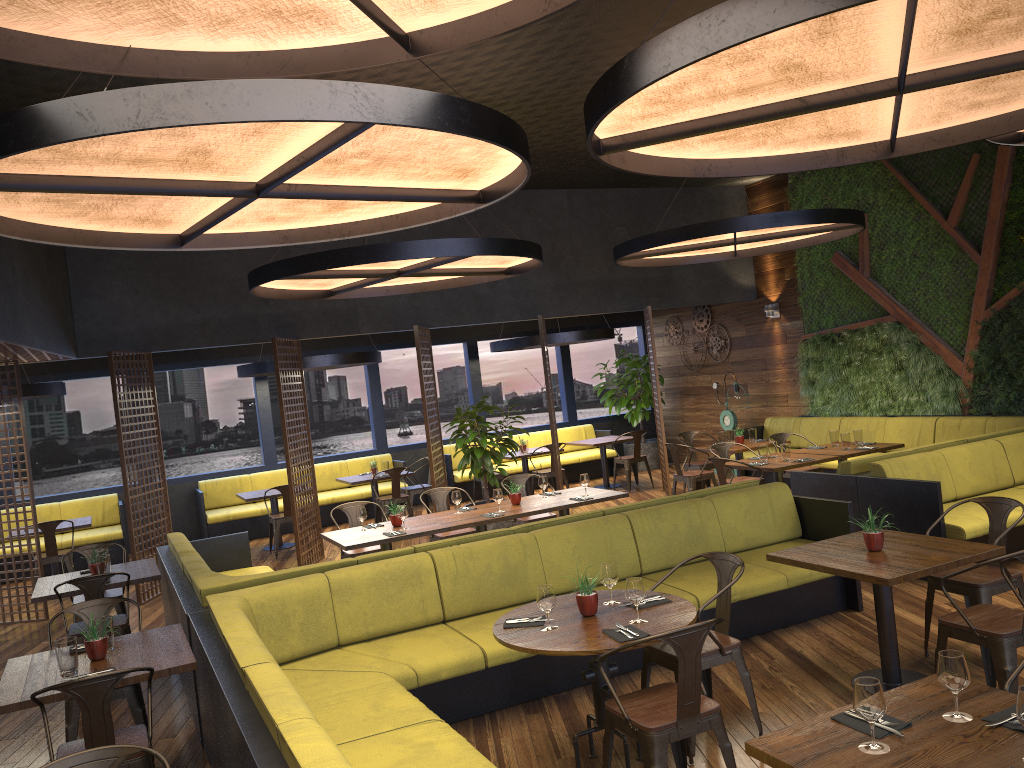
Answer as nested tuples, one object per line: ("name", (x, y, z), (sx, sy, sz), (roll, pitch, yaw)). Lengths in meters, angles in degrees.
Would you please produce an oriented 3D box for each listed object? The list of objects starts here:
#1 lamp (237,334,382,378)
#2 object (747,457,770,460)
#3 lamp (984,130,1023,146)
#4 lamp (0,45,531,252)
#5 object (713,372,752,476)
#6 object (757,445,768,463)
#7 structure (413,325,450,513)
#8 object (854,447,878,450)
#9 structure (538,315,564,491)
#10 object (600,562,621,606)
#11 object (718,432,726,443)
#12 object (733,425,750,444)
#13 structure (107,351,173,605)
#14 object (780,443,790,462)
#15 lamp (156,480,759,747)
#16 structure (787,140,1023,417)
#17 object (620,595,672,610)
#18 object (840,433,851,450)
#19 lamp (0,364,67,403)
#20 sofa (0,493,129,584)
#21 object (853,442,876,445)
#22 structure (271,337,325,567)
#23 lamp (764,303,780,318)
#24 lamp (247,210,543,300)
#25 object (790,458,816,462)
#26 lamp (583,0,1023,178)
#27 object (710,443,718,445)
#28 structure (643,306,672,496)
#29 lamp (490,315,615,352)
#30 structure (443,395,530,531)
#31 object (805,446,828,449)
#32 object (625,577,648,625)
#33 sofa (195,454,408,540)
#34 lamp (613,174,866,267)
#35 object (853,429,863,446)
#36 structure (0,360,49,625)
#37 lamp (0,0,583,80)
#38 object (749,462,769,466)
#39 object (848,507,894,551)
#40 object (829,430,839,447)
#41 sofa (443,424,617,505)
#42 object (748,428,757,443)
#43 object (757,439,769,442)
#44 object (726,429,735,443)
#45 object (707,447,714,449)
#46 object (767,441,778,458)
("lamp", (-2.938, -1.277, 12.427), (1.979, 2.172, 1.979), (-6, 1, 20))
("object", (2.710, 0.807, 9.697), (0.157, 0.019, 0.255), (-7, 1, -25))
("lamp", (4.552, -2.510, 5.775), (2.778, 1.159, 2.778), (-7, 1, -35))
("lamp", (-1.365, -1.648, 4.493), (2.778, 1.475, 2.778), (-7, 1, -21))
("object", (3.556, 0.616, 14.144), (0.459, 1.615, 0.848), (-7, 1, -25))
("object", (2.655, 0.737, 9.372), (0.102, 0.178, 0.102), (-7, 1, -39))
("structure", (-0.987, 0.622, 11.206), (0.050, 2.700, 0.852), (-6, 1, 5))
("object", (3.801, 0.686, 9.563), (0.157, 0.019, 0.255), (-7, 1, -25))
("structure", (0.543, 0.439, 11.925), (0.050, 2.700, 0.852), (-6, 1, 5))
("object", (0.507, 1.035, 4.601), (0.097, 0.206, 0.097), (-6, 1, 14))
("object", (2.695, 0.705, 11.358), (0.102, 0.178, 0.102), (-7, 1, -39))
("object", (2.897, 0.636, 11.325), (0.238, 0.271, 0.260), (-6, 1, -4))
("structure", (-4.046, 0.986, 9.767), (0.050, 2.700, 0.852), (-6, 1, 5))
("object", (2.857, 0.716, 9.258), (0.102, 0.178, 0.102), (-6, 1, 11))
("lamp", (-2.660, 0.867, 6.604), (9.057, 2.714, 3.017), (-7, 1, -25))
("structure", (6.096, -1.098, 9.059), (0.918, 4.593, 9.182), (-7, 1, -26))
("object", (0.672, 1.112, 4.524), (0.255, 0.019, 0.157), (-7, 1, -23))
("object", (3.622, 0.625, 9.618), (0.102, 0.178, 0.102), (-6, 1, 11))
("lamp", (-6.605, -0.840, 10.703), (1.979, 2.172, 1.979), (-7, 1, -19))
("sofa", (-6.803, 2.166, 11.784), (3.061, 0.914, 0.966), (-7, 1, -25))
("object", (3.965, 0.662, 9.927), (0.157, 0.019, 0.255), (-7, 1, -25))
("structure", (-2.516, 0.804, 10.486), (0.050, 2.700, 0.852), (-6, 1, 5))
("lamp", (3.955, -1.116, 13.586), (0.189, 0.215, 0.215), (-7, 1, -25))
("lamp", (-1.163, -1.728, 8.500), (2.778, 1.475, 2.778), (-7, 1, -25))
("object", (2.979, 0.784, 9.137), (0.255, 0.019, 0.157), (-7, 1, -26))
("lamp", (1.634, -1.977, 3.891), (2.778, 1.475, 2.778), (-6, 1, 24))
("object", (2.742, 0.776, 11.637), (0.255, 0.019, 0.157), (-7, 1, -26))
("structure", (2.072, 0.257, 12.644), (0.050, 2.700, 0.852), (-6, 1, 5))
("lamp", (0.523, -1.692, 14.056), (1.979, 2.172, 1.979), (-7, 1, -40))
("structure", (-0.340, 1.027, 10.773), (0.993, 1.763, 1.166), (-6, 1, 35))
("object", (3.465, 0.717, 10.052), (0.157, 0.019, 0.255), (-7, 1, -25))
("object", (0.591, 1.031, 4.226), (0.097, 0.206, 0.097), (-6, 1, 0))
("sofa", (-3.138, 1.730, 13.508), (3.061, 0.914, 0.966), (-7, 1, -25))
("lamp", (2.483, -2.237, 10.130), (2.778, 1.362, 2.778), (-6, 1, 29))
("object", (3.836, 0.598, 9.813), (0.102, 0.178, 0.102), (-7, 1, -39))
("structure", (-5.600, 1.169, 9.203), (1.319, 2.700, 0.050), (-6, 1, 5))
("lamp", (-0.827, -1.857, 2.321), (2.778, 1.159, 2.778), (-6, 1, 25))
("object", (2.543, 0.832, 9.260), (0.157, 0.019, 0.255), (-7, 1, -25))
("object", (2.073, 0.817, 5.070), (0.260, 0.271, 0.238), (-6, 1, 10))
("object", (3.635, 0.618, 9.999), (0.102, 0.178, 0.102), (-7, 1, -39))
("sofa", (0.271, 1.323, 15.112), (3.061, 0.914, 0.966), (-7, 1, -25))
("object", (3.078, 0.662, 11.341), (0.102, 0.178, 0.102), (-6, 1, 11))
("object", (3.208, 0.726, 11.455), (0.157, 0.019, 0.255), (-7, 1, -26))
("object", (2.846, 0.685, 11.514), (0.102, 0.178, 0.102), (-6, 1, 11))
("object", (2.583, 0.799, 11.245), (0.157, 0.019, 0.255), (-7, 1, -25))
("object", (2.831, 0.714, 9.621), (0.102, 0.178, 0.102), (-7, 1, -39))
